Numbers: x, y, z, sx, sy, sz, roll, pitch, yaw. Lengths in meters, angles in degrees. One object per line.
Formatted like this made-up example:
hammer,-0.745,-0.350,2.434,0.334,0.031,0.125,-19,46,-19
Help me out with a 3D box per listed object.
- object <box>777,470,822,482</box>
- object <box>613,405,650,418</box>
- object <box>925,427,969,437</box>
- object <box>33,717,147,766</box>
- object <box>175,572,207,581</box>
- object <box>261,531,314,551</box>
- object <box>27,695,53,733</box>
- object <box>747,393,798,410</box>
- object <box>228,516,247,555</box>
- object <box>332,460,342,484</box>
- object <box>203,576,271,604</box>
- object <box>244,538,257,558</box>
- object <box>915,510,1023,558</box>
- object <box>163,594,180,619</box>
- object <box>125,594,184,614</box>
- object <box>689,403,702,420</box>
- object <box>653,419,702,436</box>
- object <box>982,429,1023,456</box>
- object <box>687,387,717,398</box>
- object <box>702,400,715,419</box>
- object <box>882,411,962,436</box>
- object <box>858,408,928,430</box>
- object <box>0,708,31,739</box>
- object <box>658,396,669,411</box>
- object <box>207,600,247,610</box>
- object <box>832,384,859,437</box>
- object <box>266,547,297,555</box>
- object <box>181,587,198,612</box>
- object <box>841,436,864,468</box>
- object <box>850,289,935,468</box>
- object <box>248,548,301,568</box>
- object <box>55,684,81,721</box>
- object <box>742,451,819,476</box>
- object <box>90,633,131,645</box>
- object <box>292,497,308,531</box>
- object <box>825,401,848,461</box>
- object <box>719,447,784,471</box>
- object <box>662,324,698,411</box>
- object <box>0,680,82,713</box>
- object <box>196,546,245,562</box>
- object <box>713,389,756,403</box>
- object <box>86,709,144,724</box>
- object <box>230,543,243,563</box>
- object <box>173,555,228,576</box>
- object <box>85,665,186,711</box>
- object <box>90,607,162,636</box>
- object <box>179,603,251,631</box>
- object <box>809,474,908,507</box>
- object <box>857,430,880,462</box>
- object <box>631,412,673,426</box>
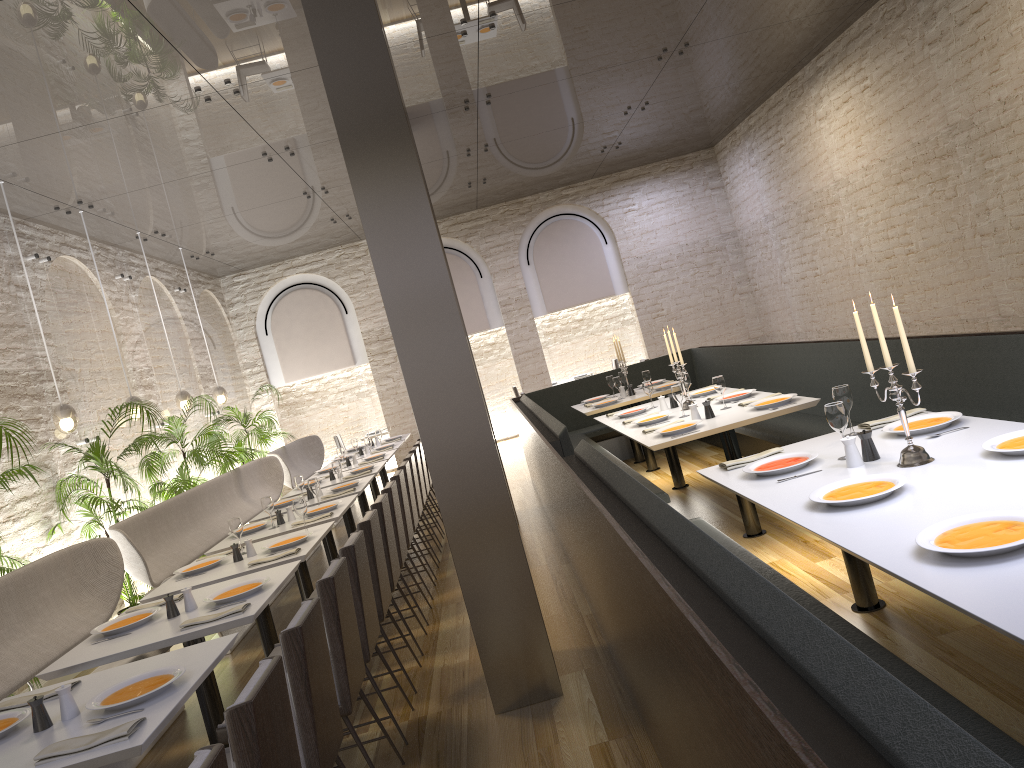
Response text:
object,1.146,0.364,3.531,0.185,0.010,0.017,-15,2,-2
object,0.995,0.238,7.345,0.322,0.036,0.321,-15,2,-7
object,1.761,0.192,3.581,0.181,0.015,0.038,-15,2,-1
object,-1.239,1.048,2.612,0.273,0.033,0.142,-15,2,-2
object,-1.864,1.118,5.149,0.185,0.010,0.017,-15,2,-2
object,-1.352,0.959,5.354,0.320,0.036,0.323,-14,3,33
object,-1.544,1.072,2.893,0.059,0.109,0.059,-15,0,-11
object,1.676,0.120,5.694,0.323,0.036,0.320,-16,3,-26
object,-1.697,0.944,5.498,0.086,0.231,0.086,-15,0,40
object,-1.551,0.804,7.935,0.086,0.231,0.086,-15,0,40
object,-1.305,0.993,4.221,0.323,0.036,0.320,-16,2,-24
object,-1.576,0.981,5.324,0.059,0.109,0.059,-15,0,6
object,1.204,0.390,2.259,0.323,0.036,0.320,-16,3,-26
object,-1.596,1.034,4.143,0.059,0.109,0.059,-15,0,-11
object,-1.818,1.127,4.543,0.273,0.033,0.142,-15,2,-2
object,1.223,0.190,5.932,0.068,0.126,0.069,-15,1,21
object,1.064,0.288,5.669,0.322,0.036,0.321,-15,2,-4
object,1.785,0.200,3.026,0.323,0.036,0.320,-16,3,-26
object,1.607,0.070,7.370,0.322,0.036,0.321,-15,2,-7
object,1.303,0.170,5.886,0.068,0.126,0.069,-15,1,29
object,1.754,0.178,3.786,0.320,0.036,0.323,-15,2,18
object,1.766,0.161,4.121,0.273,0.033,0.142,-15,2,-2
object,-1.772,1.172,2.951,0.323,0.036,0.320,-16,2,-24
object,1.195,0.153,7.019,0.069,0.126,0.068,-15,0,-8
object,-1.300,1.007,4.038,0.181,0.015,0.038,-15,2,-1
object,1.537,0.122,4.070,0.086,0.231,0.087,-15,0,10
object,-1.347,0.973,5.170,0.181,0.015,0.038,-15,2,-1
object,-1.530,1.015,4.192,0.059,0.109,0.059,-15,0,-11
object,1.328,0.263,3.463,0.069,0.126,0.068,-15,0,-8
object,1.397,-0.028,3.256,0.131,0.657,0.391,-15,1,9
object,-1.336,0.977,4.994,0.273,0.033,0.142,-15,2,-2
object,-1.479,1.052,2.942,0.059,0.109,0.059,-15,0,-11
object,1.142,0.345,3.761,0.320,0.036,0.323,-15,2,18
object,-1.817,1.151,4.017,0.185,0.010,0.017,-15,2,-2
object,-1.327,0.839,5.619,0.086,0.231,0.086,-15,0,40
object,1.350,0.191,3.636,0.086,0.231,0.087,-15,0,10
object,1.103,0.343,4.092,0.273,0.033,0.142,-15,2,-2
object,1.255,-0.131,6.698,0.131,0.657,0.391,-15,1,9
object,-1.767,1.164,3.293,0.273,0.033,0.142,-15,2,-2
object,-1.865,1.093,5.675,0.273,0.033,0.142,-15,2,-2
object,1.642,0.096,6.520,0.320,0.036,0.323,-15,2,18
object,-1.249,1.045,2.788,0.181,0.015,0.038,-15,2,-1
object,-1.642,1.001,5.275,0.059,0.109,0.059,-15,0,6
object,-1.870,1.101,5.333,0.320,0.036,0.323,-14,3,33
object,-1.254,1.030,2.971,0.323,0.036,0.320,-16,2,-24
object,-1.823,1.135,4.201,0.323,0.036,0.320,-16,2,-24
object,-1.290,1.011,3.862,0.273,0.033,0.142,-15,2,-2
object,1.173,0.368,3.001,0.323,0.036,0.320,-16,3,-26
object,1.402,0.242,3.490,0.069,0.126,0.068,-15,0,-8
object,1.030,0.263,6.495,0.320,0.036,0.323,-15,2,18
